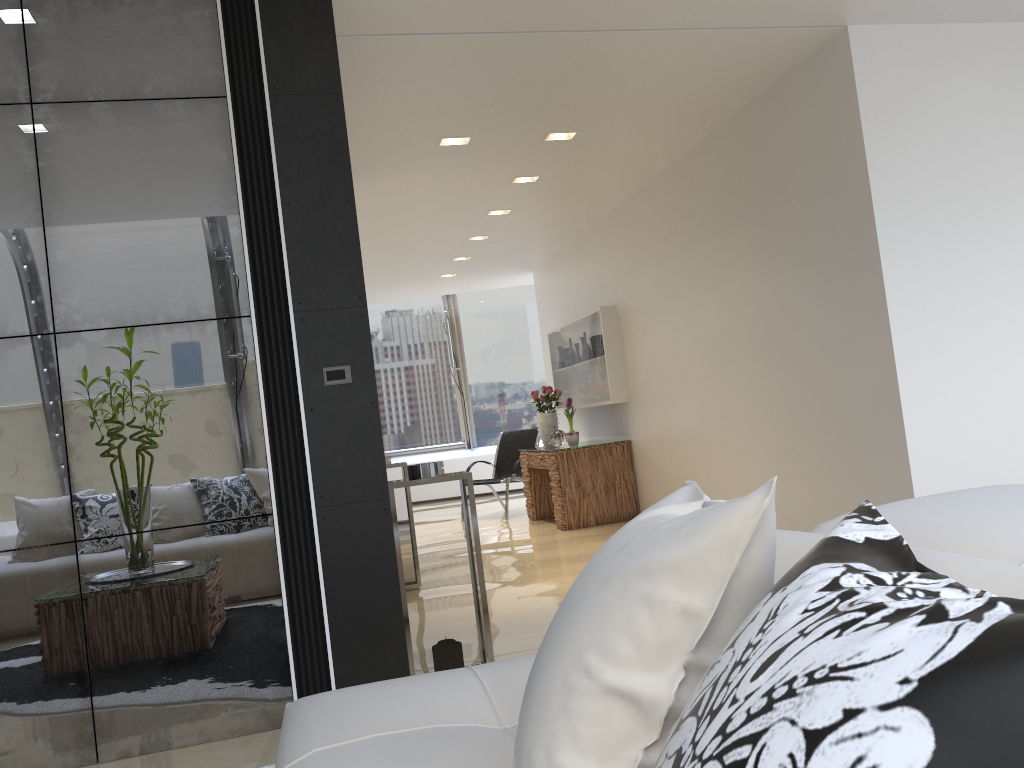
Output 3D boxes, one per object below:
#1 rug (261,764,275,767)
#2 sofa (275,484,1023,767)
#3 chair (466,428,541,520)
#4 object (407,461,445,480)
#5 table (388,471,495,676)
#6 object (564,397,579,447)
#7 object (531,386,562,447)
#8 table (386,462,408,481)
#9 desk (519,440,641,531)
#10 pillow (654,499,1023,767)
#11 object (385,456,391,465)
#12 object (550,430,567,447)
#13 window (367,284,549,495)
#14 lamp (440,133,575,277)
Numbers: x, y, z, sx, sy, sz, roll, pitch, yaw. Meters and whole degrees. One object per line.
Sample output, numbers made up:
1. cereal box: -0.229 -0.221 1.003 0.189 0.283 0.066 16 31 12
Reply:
1. rug: -1.238 1.264 1.235 2.740 0.008 2.739 -6 -3 -27
2. sofa: -0.872 0.752 0.414 4.169 0.866 3.257 -6 -3 -13
3. chair: -0.096 1.054 10.372 0.752 0.972 0.943 -9 -3 37
4. object: -0.361 0.364 3.729 0.153 0.059 0.151 -8 -3 27
5. table: -0.305 0.824 3.709 0.350 0.872 0.202 -6 -3 -13
6. object: 0.569 0.368 8.592 0.129 0.476 0.129 -9 -3 37
7. object: 0.398 0.341 9.482 0.350 0.654 0.327 -7 -2 7
8. table: -0.860 0.998 6.139 0.350 0.872 0.202 -6 -3 -13
9. desk: 0.644 0.999 8.985 0.793 0.762 1.436 -6 -3 -13
10. pillow: 0.234 0.377 0.719 0.394 0.471 0.604 -7 -2 3
11. object: -0.917 0.538 6.159 0.151 0.059 0.153 -9 -3 37
12. object: 0.462 0.543 8.828 0.175 0.179 0.174 -8 -3 20
13. window: 2.271 -0.386 6.424 16.171 3.674 16.693 -7 -2 -7
14. lamp: 0.174 -1.613 6.274 9.928 0.004 9.775 -6 -3 -12
